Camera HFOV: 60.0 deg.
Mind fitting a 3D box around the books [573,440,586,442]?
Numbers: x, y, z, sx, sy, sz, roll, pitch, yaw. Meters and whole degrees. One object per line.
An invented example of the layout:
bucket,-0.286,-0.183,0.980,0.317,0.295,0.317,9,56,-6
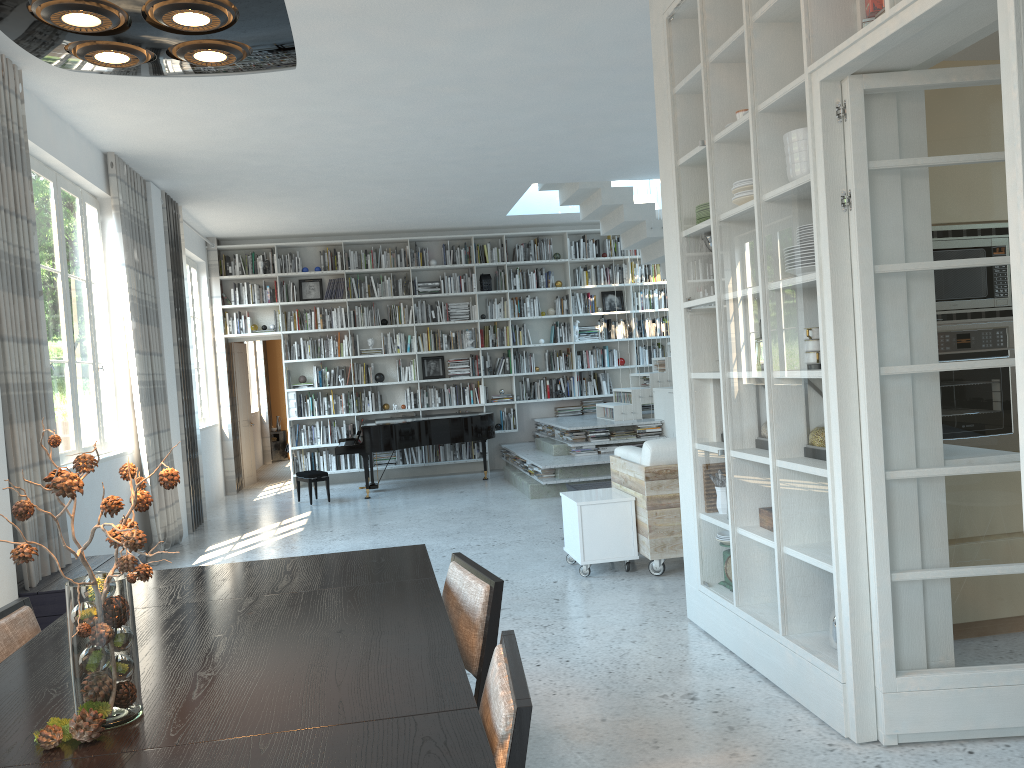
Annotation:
books,0.744,0.643,10.050,0.144,0.009,0.249,-4,1,-9

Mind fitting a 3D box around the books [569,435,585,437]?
books,0.741,0.584,10.049,0.137,0.012,0.242,-4,1,-8

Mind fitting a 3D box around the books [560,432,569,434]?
books,0.670,0.563,10.317,0.187,0.009,0.250,-4,1,-9

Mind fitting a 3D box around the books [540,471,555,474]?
books,0.364,0.923,9.386,0.137,0.019,0.224,-4,1,-8

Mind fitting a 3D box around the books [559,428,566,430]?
books,0.656,0.515,10.314,0.189,0.022,0.237,-4,1,-4

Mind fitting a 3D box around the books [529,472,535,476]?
books,0.287,0.973,9.682,0.191,0.016,0.208,-4,1,-4

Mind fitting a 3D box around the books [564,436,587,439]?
books,0.718,0.599,10.045,0.184,0.014,0.297,-4,1,-10

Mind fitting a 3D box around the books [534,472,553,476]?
books,0.334,0.944,9.381,0.187,0.017,0.205,-4,1,-4

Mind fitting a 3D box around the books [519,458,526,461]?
books,0.197,0.871,10.280,0.170,0.014,0.281,-4,1,-12

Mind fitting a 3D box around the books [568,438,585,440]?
books,0.733,0.618,10.048,0.152,0.015,0.208,-4,1,-12

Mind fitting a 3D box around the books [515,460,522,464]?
books,0.151,0.923,10.588,0.182,0.013,0.287,-4,1,-8

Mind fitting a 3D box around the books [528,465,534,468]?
books,0.290,0.899,9.681,0.168,0.013,0.281,-4,1,-14

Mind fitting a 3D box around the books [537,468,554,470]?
books,0.342,0.881,9.381,0.165,0.015,0.243,-4,1,-5

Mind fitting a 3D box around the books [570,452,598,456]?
books,0.795,0.771,9.820,0.262,0.023,0.200,-4,1,-11

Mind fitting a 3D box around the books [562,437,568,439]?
books,0.683,0.625,10.321,0.154,0.007,0.292,-4,1,-6

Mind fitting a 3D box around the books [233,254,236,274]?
books,-3.529,-1.500,11.306,0.010,0.281,0.160,-4,2,-9

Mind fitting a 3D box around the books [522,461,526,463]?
books,0.212,0.894,10.283,0.142,0.017,0.239,-4,1,-13

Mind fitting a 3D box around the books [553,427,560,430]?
books,0.609,0.526,10.616,0.192,0.014,0.256,-4,1,-13

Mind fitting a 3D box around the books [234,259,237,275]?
books,-3.512,-1.475,11.318,0.024,0.227,0.157,-4,2,-9

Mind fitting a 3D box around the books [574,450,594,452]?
books,0.790,0.735,9.832,0.210,0.012,0.168,-4,1,-5

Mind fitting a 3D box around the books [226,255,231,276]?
books,-3.603,-1.489,11.285,0.025,0.269,0.177,-4,2,-9

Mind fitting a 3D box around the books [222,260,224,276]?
books,-3.665,-1.462,11.288,0.023,0.223,0.151,-4,2,-9

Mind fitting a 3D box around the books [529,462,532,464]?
books,0.285,0.852,9.680,0.182,0.016,0.256,-4,1,-6

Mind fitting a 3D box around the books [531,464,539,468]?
books,0.326,0.857,9.378,0.192,0.014,0.256,-4,1,-13

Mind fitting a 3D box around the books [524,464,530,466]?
books,0.245,0.906,9.979,0.180,0.017,0.182,-4,1,-12

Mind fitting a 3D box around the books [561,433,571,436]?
books,0.676,0.580,10.319,0.177,0.026,0.230,-4,1,-9

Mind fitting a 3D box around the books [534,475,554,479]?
books,0.343,0.975,9.383,0.184,0.017,0.230,-4,1,-7

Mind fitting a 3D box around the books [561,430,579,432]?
books,0.672,0.536,10.317,0.171,0.007,0.260,-4,1,-11

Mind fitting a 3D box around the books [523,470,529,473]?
books,0.241,0.977,9.980,0.193,0.005,0.224,-4,1,-13

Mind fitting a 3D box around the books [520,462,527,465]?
books,0.202,0.916,10.282,0.160,0.025,0.244,-4,1,-14

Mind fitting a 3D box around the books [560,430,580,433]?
books,0.672,0.546,10.317,0.168,0.013,0.281,-4,1,-12

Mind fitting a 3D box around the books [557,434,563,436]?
books,0.634,0.605,10.622,0.167,0.024,0.192,-4,1,-8

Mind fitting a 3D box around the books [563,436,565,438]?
books,0.687,0.606,10.321,0.155,0.028,0.189,-4,1,-8

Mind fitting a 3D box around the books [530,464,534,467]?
books,0.297,0.880,9.682,0.175,0.006,0.251,-4,1,-9

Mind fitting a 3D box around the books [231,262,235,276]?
books,-3.549,-1.456,11.321,0.031,0.196,0.145,-4,2,-9

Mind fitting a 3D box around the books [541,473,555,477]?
books,0.371,0.957,9.387,0.132,0.014,0.205,-4,1,-9

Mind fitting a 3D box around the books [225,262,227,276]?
books,-3.625,-1.450,11.288,0.024,0.195,0.167,-4,2,-9

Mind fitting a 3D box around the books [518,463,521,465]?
books,0.156,0.961,10.589,0.161,0.008,0.254,-4,1,-4

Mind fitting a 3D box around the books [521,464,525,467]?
books,0.201,0.934,10.282,0.177,0.011,0.220,-4,1,-7

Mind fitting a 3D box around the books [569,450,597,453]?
books,0.790,0.749,9.839,0.285,0.008,0.159,-4,1,-11

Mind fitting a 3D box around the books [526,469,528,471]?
books,0.255,0.962,9.982,0.171,0.005,0.297,-4,1,-10

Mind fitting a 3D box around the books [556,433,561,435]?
books,0.621,0.586,10.619,0.178,0.015,0.187,-4,1,-4

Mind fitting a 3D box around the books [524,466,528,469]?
books,0.244,0.937,9.980,0.189,0.013,0.215,-4,1,-11

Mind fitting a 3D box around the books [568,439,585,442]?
books,0.728,0.633,10.048,0.161,0.014,0.212,-4,1,-5

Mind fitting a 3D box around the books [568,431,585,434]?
books,0.731,0.553,10.046,0.149,0.014,0.228,-4,1,-11

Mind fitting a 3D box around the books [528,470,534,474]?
books,0.290,0.954,9.682,0.191,0.006,0.275,-4,1,-7

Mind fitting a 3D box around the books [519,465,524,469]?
books,0.193,0.953,10.282,0.189,0.009,0.290,-4,1,-6

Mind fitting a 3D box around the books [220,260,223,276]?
books,-3.689,-1.462,11.294,0.024,0.228,0.129,-4,2,-9

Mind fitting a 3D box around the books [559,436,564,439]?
books,0.644,0.637,10.624,0.132,0.016,0.262,-4,1,-4

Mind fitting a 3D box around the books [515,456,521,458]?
books,0.145,0.866,10.586,0.179,0.012,0.249,-4,1,-12

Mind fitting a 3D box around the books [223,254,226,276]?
books,-3.647,-1.494,11.280,0.014,0.286,0.175,-4,2,-9

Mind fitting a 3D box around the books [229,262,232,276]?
books,-3.574,-1.449,11.291,0.028,0.186,0.182,-4,1,-9

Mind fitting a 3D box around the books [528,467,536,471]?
books,0.290,0.923,9.682,0.191,0.015,0.246,-4,1,-8

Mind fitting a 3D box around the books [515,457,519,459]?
books,0.149,0.879,10.587,0.165,0.014,0.235,-4,1,-14

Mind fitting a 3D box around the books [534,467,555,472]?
books,0.343,0.902,9.382,0.156,0.027,0.287,-4,1,-14

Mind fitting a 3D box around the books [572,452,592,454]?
books,0.791,0.756,9.839,0.264,0.006,0.164,-4,1,-8

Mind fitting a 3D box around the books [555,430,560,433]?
books,0.625,0.564,10.620,0.174,0.029,0.250,-4,1,-11

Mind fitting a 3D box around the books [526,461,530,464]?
books,0.258,0.882,9.981,0.141,0.028,0.222,-4,1,-14

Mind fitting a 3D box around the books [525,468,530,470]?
books,0.250,0.947,9.981,0.180,0.008,0.267,-4,1,-10
